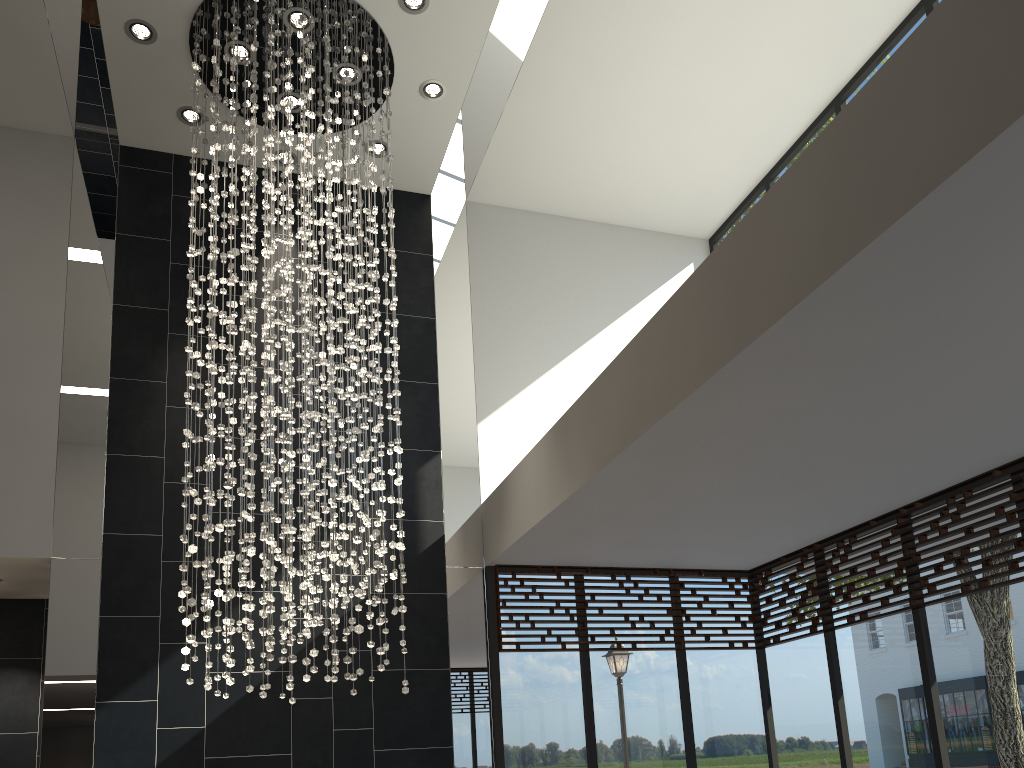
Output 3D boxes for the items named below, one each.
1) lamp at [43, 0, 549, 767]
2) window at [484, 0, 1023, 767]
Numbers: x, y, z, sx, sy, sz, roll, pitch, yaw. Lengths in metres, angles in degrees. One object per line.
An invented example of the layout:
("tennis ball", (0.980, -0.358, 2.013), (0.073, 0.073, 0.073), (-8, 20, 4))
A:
("lamp", (-9.175, -42.113, 10.175), (399.954, 107.000, 427.113), (-6, -24, 6))
("window", (1.858, 0.003, 4.085), (2.363, 5.617, 6.551), (1, -20, -18))
